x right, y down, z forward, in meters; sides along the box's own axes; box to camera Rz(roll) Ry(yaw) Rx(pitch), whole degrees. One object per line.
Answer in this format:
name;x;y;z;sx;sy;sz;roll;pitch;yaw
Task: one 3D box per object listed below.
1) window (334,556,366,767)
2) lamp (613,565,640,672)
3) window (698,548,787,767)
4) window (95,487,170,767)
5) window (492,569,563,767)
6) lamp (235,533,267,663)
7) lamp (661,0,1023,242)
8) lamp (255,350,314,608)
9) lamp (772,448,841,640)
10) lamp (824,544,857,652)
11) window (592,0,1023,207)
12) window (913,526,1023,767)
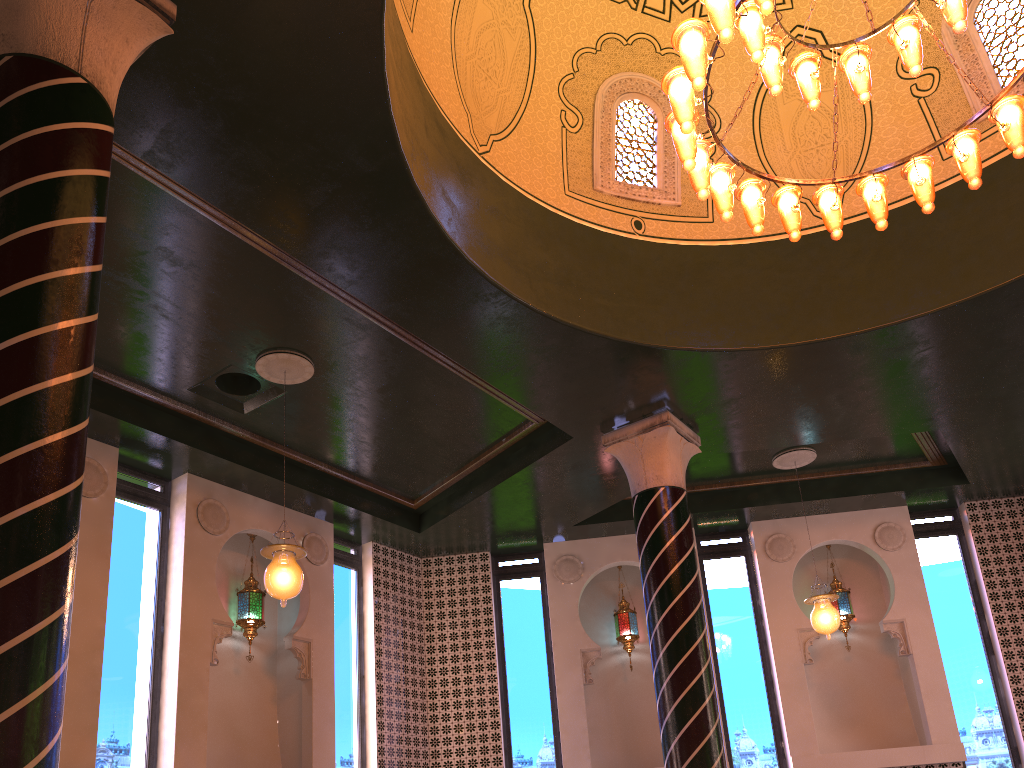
window;-2.104;4.022;10.628;0.094;3.723;0.807;-16;-23;30
lamp;1.572;3.223;11.976;0.326;1.456;0.386;-7;-20;7
window;3.083;4.093;11.458;0.776;3.723;0.097;-6;-19;5
window;-3.778;2.906;8.388;0.094;3.723;0.807;-16;-23;30
window;0.247;4.429;11.680;0.776;3.723;0.097;-6;-19;5
lamp;-3.015;2.462;9.981;0.362;1.456;0.347;3;-21;-21
lamp;1.985;-3.624;5.630;2.580;4.287;2.557;-23;-28;38
lamp;-1.995;0.848;7.551;0.528;2.158;0.548;-13;-21;21
lamp;3.534;1.912;10.219;0.528;2.158;0.548;-13;-21;21
lamp;4.448;2.892;11.769;0.369;1.456;0.340;13;-26;-40
window;1.931;-3.591;5.792;5.768;1.087;5.954;6;-30;-17
window;5.919;3.757;11.237;0.776;3.723;0.097;-6;-19;5
